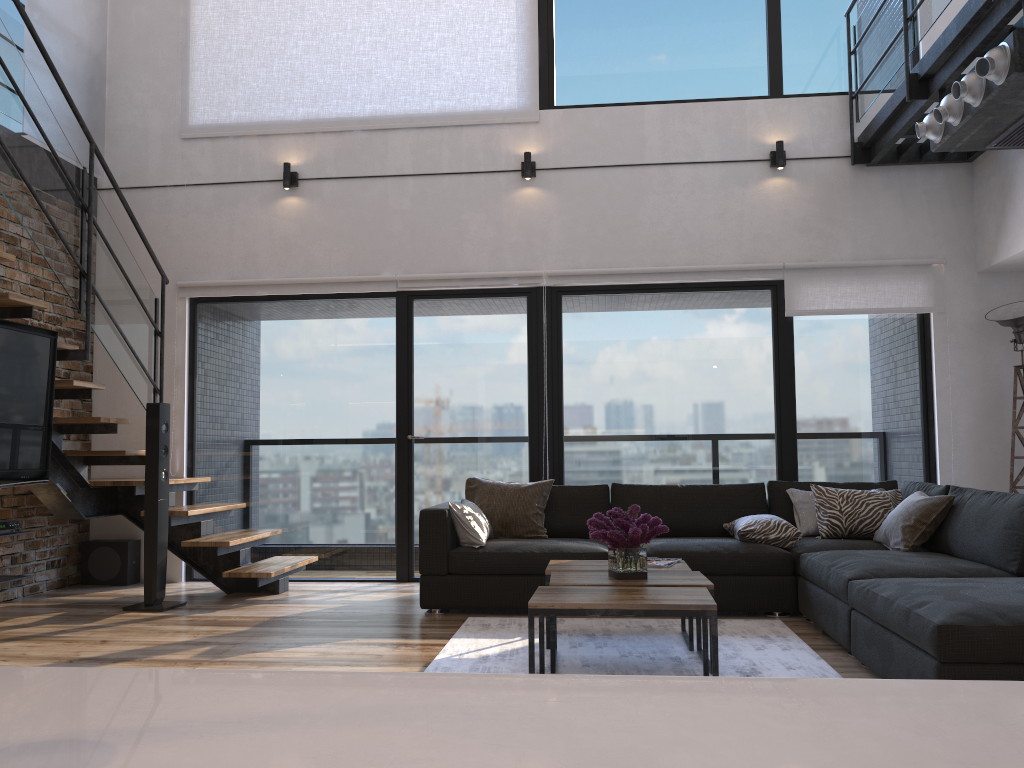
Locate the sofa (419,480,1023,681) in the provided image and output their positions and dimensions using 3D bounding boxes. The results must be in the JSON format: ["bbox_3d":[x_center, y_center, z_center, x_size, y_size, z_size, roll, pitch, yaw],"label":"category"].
[{"bbox_3d":[0.945,0.854,4.254,3.044,0.700,3.002,-1,-5,6],"label":"sofa"}]

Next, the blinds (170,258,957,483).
[{"bbox_3d":[0.257,0.229,6.053,5.369,2.042,0.096,-1,-4,6],"label":"blinds"}]

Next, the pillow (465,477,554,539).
[{"bbox_3d":[-0.046,0.767,5.490,0.609,0.382,0.265,-1,-4,6],"label":"pillow"}]

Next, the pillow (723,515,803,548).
[{"bbox_3d":[1.435,0.846,5.119,0.356,0.177,0.531,-1,-5,4],"label":"pillow"}]

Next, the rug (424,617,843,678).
[{"bbox_3d":[0.474,1.157,3.643,1.637,0.003,2.115,-1,-5,6],"label":"rug"}]

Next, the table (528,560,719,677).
[{"bbox_3d":[0.471,0.985,3.692,0.697,0.350,1.300,-1,-5,6],"label":"table"}]

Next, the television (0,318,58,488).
[{"bbox_3d":[-2.403,0.078,3.835,0.136,0.782,1.208,-1,-4,6],"label":"television"}]

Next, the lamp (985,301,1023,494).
[{"bbox_3d":[2.752,0.373,5.422,1.468,1.825,0.425,0,-4,-9],"label":"lamp"}]

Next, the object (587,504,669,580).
[{"bbox_3d":[0.488,0.642,3.734,0.342,0.342,0.375,-1,-4,7],"label":"object"}]

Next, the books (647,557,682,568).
[{"bbox_3d":[0.667,0.843,4.192,0.229,0.013,0.295,-3,-5,26],"label":"books"}]

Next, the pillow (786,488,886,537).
[{"bbox_3d":[1.951,0.768,5.255,0.611,0.293,0.235,-1,-4,6],"label":"pillow"}]

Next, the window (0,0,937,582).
[{"bbox_3d":[-0.141,-1.349,4.529,13.397,5.561,5.669,-1,-4,6],"label":"window"}]

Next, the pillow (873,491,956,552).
[{"bbox_3d":[2.105,0.726,4.675,0.273,0.309,0.547,-1,-4,5],"label":"pillow"}]

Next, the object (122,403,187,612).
[{"bbox_3d":[-2.103,0.716,5.250,0.271,1.205,0.271,-1,-4,11],"label":"object"}]

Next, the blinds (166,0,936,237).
[{"bbox_3d":[-2.289,-2.618,5.564,10.204,2.973,1.997,1,-4,-16],"label":"blinds"}]

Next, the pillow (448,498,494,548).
[{"bbox_3d":[-0.230,0.808,5.167,0.212,0.265,0.499,-1,-5,6],"label":"pillow"}]

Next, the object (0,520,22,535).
[{"bbox_3d":[-2.344,0.626,3.804,0.275,0.058,0.360,-1,-5,6],"label":"object"}]

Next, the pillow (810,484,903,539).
[{"bbox_3d":[1.999,0.732,5.095,0.532,0.314,0.251,-1,-4,10],"label":"pillow"}]
